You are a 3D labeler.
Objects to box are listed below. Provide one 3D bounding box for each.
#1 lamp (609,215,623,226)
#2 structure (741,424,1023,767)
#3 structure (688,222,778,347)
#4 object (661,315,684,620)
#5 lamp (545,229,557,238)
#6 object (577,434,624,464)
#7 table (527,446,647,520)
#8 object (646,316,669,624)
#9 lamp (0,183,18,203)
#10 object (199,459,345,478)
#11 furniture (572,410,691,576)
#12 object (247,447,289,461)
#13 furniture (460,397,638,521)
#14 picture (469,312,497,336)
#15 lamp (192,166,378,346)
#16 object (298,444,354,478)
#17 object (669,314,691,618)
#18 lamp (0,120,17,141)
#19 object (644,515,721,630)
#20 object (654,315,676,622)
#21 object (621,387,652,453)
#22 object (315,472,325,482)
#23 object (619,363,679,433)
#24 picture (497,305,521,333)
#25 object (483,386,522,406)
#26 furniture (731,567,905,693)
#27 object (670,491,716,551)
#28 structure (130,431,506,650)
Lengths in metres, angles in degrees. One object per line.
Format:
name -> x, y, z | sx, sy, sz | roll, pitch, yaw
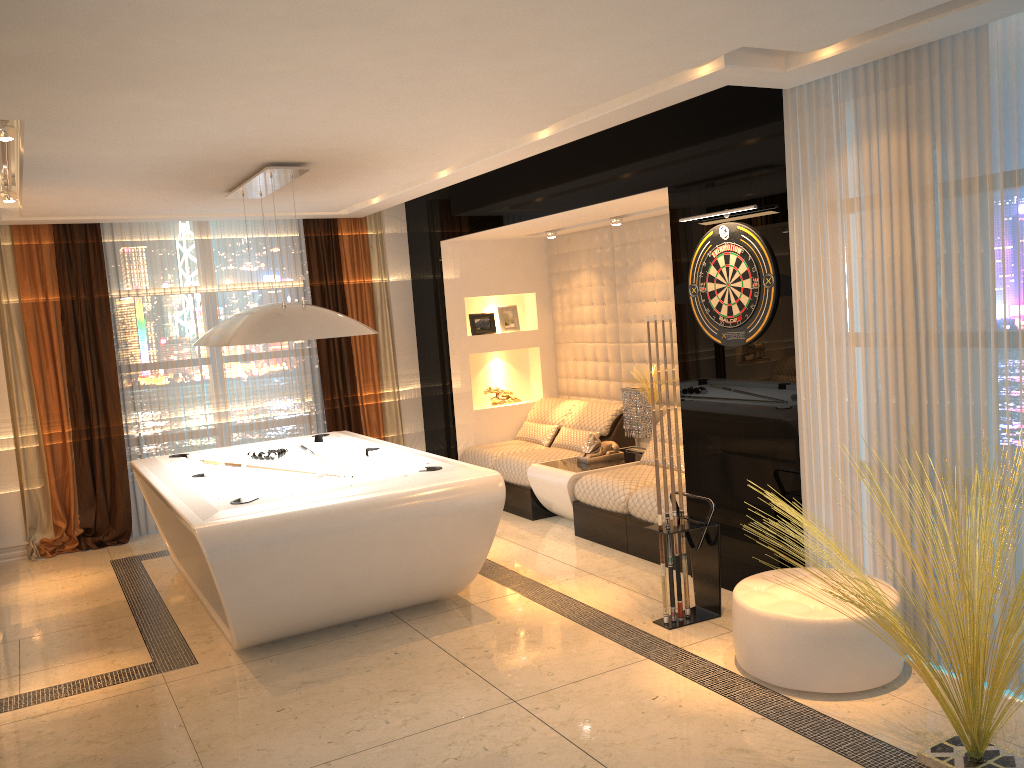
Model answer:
lamp -> 0.813, -1.301, 6.930 | 0.107, 0.127, 0.107 | 0, 7, 42
structure -> 1.434, 0.778, 2.955 | 1.275, 1.142, 1.282 | -3, 5, 17
structure -> 1.175, -0.532, 4.770 | 0.048, 0.669, 0.669 | -7, 6, -29
object -> 0.827, 0.445, 4.590 | 0.027, 1.605, 0.026 | -4, 5, 9
lamp -> 0.341, -1.341, 7.775 | 0.107, 0.127, 0.107 | 0, 7, 42
object -> 0.687, 0.487, 6.945 | 0.344, 0.217, 0.155 | -7, 6, -29
table -> 0.768, 0.814, 6.999 | 1.143, 0.457, 0.608 | -7, 6, -29
object -> 0.744, 0.454, 4.544 | 0.027, 1.605, 0.026 | -4, 5, 9
lamp -> -3.408, -1.291, 5.999 | 0.107, 0.127, 0.107 | 0, 7, 42
object -> -1.594, 0.546, 5.748 | 1.605, 0.026, 0.028 | 0, 7, 41
furniture -> 1.223, 0.675, 6.153 | 1.107, 0.810, 1.312 | -7, 6, -29
object -> -1.684, 0.491, 6.278 | 0.299, 0.057, 0.265 | -1, 6, 36
furniture -> 0.295, 0.597, 7.817 | 1.107, 0.810, 1.312 | -7, 6, -29
picture -> -0.279, -0.558, 8.294 | 0.264, 0.209, 0.090 | -7, 6, -29
lamp -> -1.530, -0.778, 5.655 | 0.939, 0.995, 1.578 | -7, 6, -29
object -> -1.264, 0.504, 5.937 | 0.028, 0.026, 1.605 | -7, 6, -24
object -> 0.869, 0.440, 4.613 | 0.027, 1.605, 0.026 | -4, 5, 9
lamp -> -2.418, -1.221, 4.216 | 0.107, 0.127, 0.107 | 0, 7, 42
object -> 0.894, 0.987, 4.653 | 0.325, 0.508, 0.261 | -7, 6, -29
object -> 0.786, 0.448, 4.567 | 0.027, 1.605, 0.026 | -4, 5, 9
object -> 1.015, 0.286, 7.190 | 0.124, 0.522, 0.247 | -7, 6, -29
object -> -1.127, 0.545, 5.202 | 0.057, 0.057, 0.057 | -1, 6, 31
object -> 1.103, 0.212, 6.907 | 0.388, 0.718, 0.390 | -8, 6, -37
picture -> -0.033, -0.615, 8.426 | 0.211, 0.262, 0.094 | -7, 6, -29
object -> -0.085, 0.107, 8.488 | 0.409, 0.202, 0.124 | -7, 6, -25
furniture -> 1.369, 1.084, 3.997 | 0.735, 0.357, 0.735 | -7, 6, -27
object -> 0.957, 0.730, 4.677 | 0.032, 0.297, 0.330 | -7, 6, -29
structure -> -1.415, 0.905, 5.795 | 1.659, 0.812, 2.912 | -7, 6, -29
